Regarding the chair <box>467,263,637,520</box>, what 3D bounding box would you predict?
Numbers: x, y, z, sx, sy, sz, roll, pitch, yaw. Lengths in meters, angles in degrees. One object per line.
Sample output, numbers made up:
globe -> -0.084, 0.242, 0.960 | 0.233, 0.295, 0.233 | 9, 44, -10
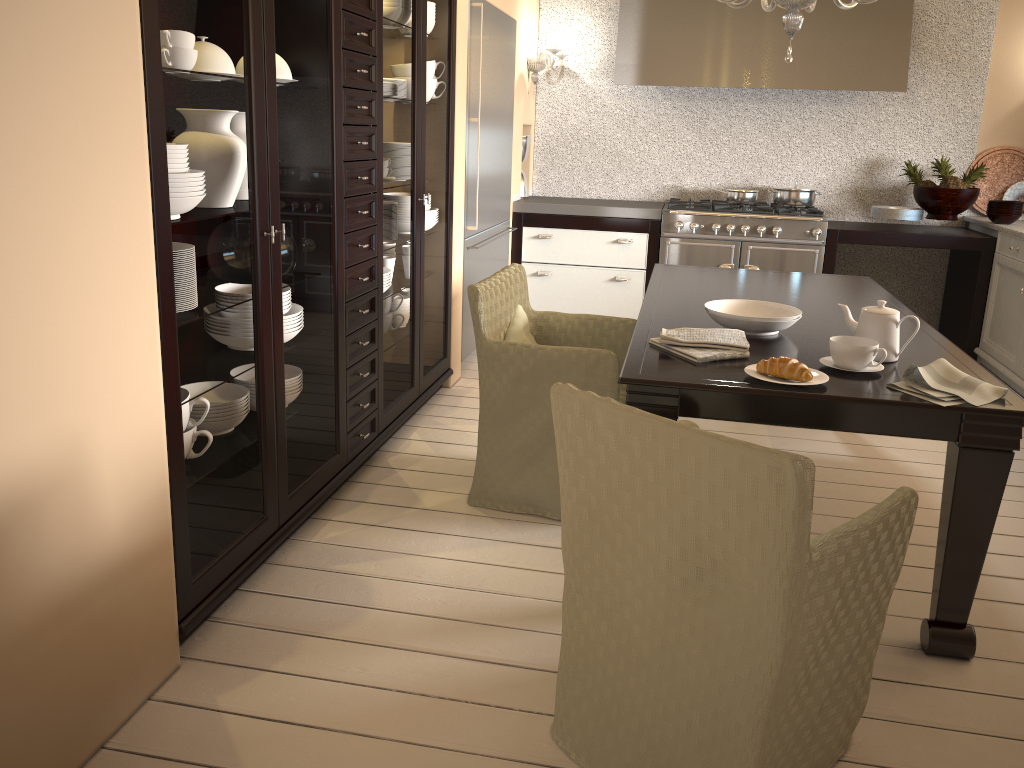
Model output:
chair -> 0.162, 0.037, 2.982 | 0.562, 0.794, 0.568 | 6, 15, 16

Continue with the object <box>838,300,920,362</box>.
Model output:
object -> 0.964, -0.146, 2.349 | 0.198, 0.154, 0.119 | 7, 15, 16

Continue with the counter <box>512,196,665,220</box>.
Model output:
counter -> 0.501, -1.115, 5.582 | 0.896, 0.061, 0.605 | 5, 16, 10

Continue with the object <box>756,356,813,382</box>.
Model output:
object -> 0.649, -0.039, 2.104 | 0.138, 0.051, 0.062 | 11, 17, 29

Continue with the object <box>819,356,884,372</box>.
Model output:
object -> 0.858, -0.045, 2.243 | 0.154, 0.012, 0.155 | -6, 18, -27

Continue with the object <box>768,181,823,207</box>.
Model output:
object -> 1.737, -1.172, 5.440 | 0.266, 0.144, 0.267 | -7, 18, -30

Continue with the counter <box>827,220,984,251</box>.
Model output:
counter -> 2.294, -0.887, 5.265 | 0.765, 0.078, 0.605 | 5, 16, 10

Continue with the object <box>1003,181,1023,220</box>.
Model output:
object -> 3.107, -1.089, 5.349 | 0.282, 0.270, 0.093 | 5, 15, 12

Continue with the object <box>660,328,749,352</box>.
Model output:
object -> 0.518, -0.118, 2.401 | 0.233, 0.051, 0.166 | 5, 16, 10

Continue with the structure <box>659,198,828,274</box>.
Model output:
structure -> 1.377, -0.696, 5.447 | 0.929, 0.798, 0.711 | 5, 15, 10

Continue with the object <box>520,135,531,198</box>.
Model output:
object -> 0.038, -1.411, 5.739 | 0.155, 0.390, 0.156 | 2, 14, 0

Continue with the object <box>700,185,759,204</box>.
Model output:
object -> 1.375, -1.191, 5.563 | 0.198, 0.089, 0.373 | -10, 19, -36

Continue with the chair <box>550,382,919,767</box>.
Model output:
chair -> 0.420, 0.393, 1.765 | 0.563, 0.794, 0.566 | -11, 20, -41

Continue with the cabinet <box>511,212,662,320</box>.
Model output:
cabinet -> 0.485, -0.732, 5.664 | 0.896, 0.718, 0.642 | 5, 15, 10

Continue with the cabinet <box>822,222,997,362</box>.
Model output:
cabinet -> 2.284, -0.577, 5.343 | 0.896, 0.718, 0.605 | 5, 15, 10

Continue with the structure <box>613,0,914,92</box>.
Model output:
structure -> 1.472, -2.028, 5.315 | 1.662, 0.506, 0.484 | 5, 15, 10

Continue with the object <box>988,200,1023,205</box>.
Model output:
object -> 2.778, -0.998, 4.987 | 0.180, 0.064, 0.182 | 7, 17, 18

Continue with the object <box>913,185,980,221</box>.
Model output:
object -> 2.530, -1.059, 5.187 | 0.351, 0.186, 0.354 | 0, 16, -6

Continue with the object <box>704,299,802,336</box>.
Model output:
object -> 0.717, -0.195, 2.652 | 0.281, 0.065, 0.284 | 3, 16, 5

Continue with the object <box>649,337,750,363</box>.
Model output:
object -> 0.499, -0.097, 2.374 | 0.165, 0.026, 0.233 | -5, 17, -23

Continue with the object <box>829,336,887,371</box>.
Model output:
object -> 0.863, -0.075, 2.235 | 0.125, 0.069, 0.117 | 3, 15, 4

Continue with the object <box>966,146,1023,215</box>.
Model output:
object -> 2.997, -1.234, 5.413 | 0.431, 0.426, 0.065 | 5, 14, 11

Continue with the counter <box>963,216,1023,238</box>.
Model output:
counter -> 2.717, -0.468, 3.446 | 0.652, 0.067, 4.276 | 5, 16, 10

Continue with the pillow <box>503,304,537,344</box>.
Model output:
pillow -> 0.068, -0.103, 2.990 | 0.192, 0.292, 0.444 | 5, 16, 10

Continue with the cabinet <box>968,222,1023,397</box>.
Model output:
cabinet -> 2.760, -0.070, 3.537 | 0.847, 0.764, 4.259 | 5, 16, 10

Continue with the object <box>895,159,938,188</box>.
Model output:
object -> 2.419, -1.196, 5.265 | 0.138, 0.282, 0.280 | -7, 17, -32

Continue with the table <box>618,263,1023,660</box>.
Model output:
table -> 0.883, 0.075, 3.026 | 0.919, 0.647, 2.008 | 5, 16, 10

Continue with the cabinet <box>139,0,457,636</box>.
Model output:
cabinet -> -0.854, -0.659, 2.959 | 0.888, 1.824, 2.510 | 5, 15, 10

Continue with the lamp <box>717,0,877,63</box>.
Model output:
lamp -> 0.973, -1.647, 2.919 | 0.677, 1.118, 0.705 | 10, 17, 28

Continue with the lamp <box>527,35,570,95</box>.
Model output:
lamp -> 0.205, -1.971, 5.514 | 0.269, 0.338, 0.483 | 4, 15, 9
